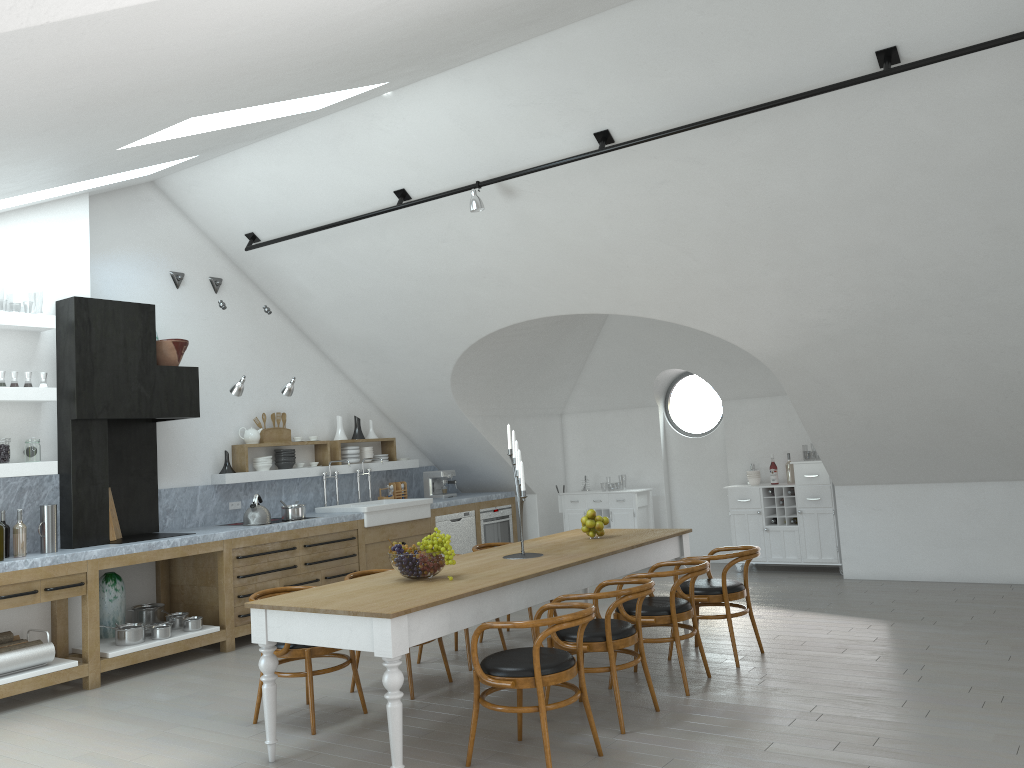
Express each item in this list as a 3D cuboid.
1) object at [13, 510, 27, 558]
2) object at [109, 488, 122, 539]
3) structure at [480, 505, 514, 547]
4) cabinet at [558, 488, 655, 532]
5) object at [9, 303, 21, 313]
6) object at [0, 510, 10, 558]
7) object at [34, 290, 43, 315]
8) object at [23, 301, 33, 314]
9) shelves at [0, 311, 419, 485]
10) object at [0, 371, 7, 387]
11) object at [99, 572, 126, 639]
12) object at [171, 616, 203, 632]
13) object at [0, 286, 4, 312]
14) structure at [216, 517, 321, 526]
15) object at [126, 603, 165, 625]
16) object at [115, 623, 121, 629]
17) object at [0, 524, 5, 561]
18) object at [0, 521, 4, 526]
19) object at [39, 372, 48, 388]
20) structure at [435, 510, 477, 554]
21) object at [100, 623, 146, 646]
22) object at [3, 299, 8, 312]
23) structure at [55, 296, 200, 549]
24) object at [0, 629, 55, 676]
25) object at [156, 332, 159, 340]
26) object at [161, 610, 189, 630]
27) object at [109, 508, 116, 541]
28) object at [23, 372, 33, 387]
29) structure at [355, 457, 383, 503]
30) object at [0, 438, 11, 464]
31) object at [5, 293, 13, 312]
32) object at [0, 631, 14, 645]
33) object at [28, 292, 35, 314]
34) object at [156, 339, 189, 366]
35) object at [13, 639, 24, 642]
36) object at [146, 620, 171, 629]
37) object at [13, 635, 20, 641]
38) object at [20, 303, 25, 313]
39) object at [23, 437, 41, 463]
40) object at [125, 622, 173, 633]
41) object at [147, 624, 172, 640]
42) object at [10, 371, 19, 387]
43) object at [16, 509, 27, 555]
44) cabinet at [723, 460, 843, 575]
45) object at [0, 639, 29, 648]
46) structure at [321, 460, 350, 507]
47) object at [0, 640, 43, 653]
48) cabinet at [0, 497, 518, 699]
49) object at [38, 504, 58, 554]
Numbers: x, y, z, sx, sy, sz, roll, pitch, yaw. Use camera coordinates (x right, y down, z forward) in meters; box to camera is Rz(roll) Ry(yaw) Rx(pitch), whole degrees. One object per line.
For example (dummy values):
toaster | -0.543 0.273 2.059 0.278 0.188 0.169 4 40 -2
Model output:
object | -3.433 1.045 6.183 0.085 0.332 0.085 -9 -8 43
object | -3.268 1.059 7.239 0.148 0.428 0.078 -2 -6 -20
structure | -0.407 1.779 10.502 0.629 0.638 0.632 -7 -6 34
cabinet | 1.119 1.673 10.556 1.132 0.791 0.496 -7 -6 34
object | -3.615 -0.544 6.449 0.077 0.085 0.077 -2 -5 -23
object | -3.559 1.052 6.201 0.085 0.332 0.085 -9 -8 43
object | -3.498 -0.596 6.551 0.063 0.187 0.063 -4 -6 3
object | -3.548 -0.552 6.497 0.071 0.099 0.071 -4 -5 -1
shelves | -2.692 0.244 8.220 0.479 1.365 5.543 -7 -5 29
object | -3.636 -0.032 6.315 0.063 0.124 0.067 -7 -6 28
object | -3.199 1.754 7.062 0.231 0.500 0.230 -2 -6 -14
object | -2.586 1.913 7.094 0.260 0.113 0.153 -7 -5 34
object | -3.656 -0.601 6.323 0.063 0.187 0.063 -4 -6 3
structure | -2.239 1.285 8.159 0.646 0.041 0.736 -6 -5 34
object | -3.136 1.933 7.400 0.455 0.198 0.267 -2 -5 -21
object | -2.883 1.852 6.643 0.051 0.153 0.190 -8 -6 34
object | -3.472 1.023 5.976 0.092 0.360 0.092 -3 -6 -11
object | -3.532 1.038 6.078 0.092 0.340 0.091 1 -7 -37
object | -3.470 -0.025 6.563 0.063 0.124 0.067 -7 -6 28
structure | -0.835 1.859 9.875 0.597 0.825 0.723 -7 -6 34
object | -2.951 1.891 6.725 0.378 0.164 0.222 -6 -5 24
object | -3.687 -0.553 6.400 0.082 0.105 0.081 -4 -5 3
structure | -3.210 0.317 7.225 0.779 1.890 1.074 -7 -6 34
object | -3.453 1.830 5.988 0.428 0.232 0.526 -6 -5 32
object | -3.186 -0.347 7.697 0.231 0.505 0.230 -2 -6 -14
object | -2.755 1.928 7.267 0.182 0.134 0.308 -1 -5 -31
object | -3.212 1.089 7.052 0.148 0.337 0.081 -6 -6 25
object | -3.533 -0.028 6.472 0.063 0.124 0.067 -7 -6 28
structure | -1.500 1.063 9.590 0.332 0.531 0.213 -5 -6 15
object | -3.614 0.474 6.276 0.120 0.183 0.120 1 -7 -40
object | -3.676 -0.580 6.484 0.048 0.170 0.048 -9 -8 42
object | -3.513 1.737 5.938 0.103 0.102 0.291 -7 -5 32
object | -3.558 -0.586 6.570 0.054 0.179 0.054 -5 -6 11
object | -2.918 -0.245 7.485 0.348 0.237 0.365 0 -6 -38
object | -3.520 1.812 5.992 0.114 0.080 0.434 -7 -5 32
object | -2.810 1.917 7.019 0.041 0.045 0.247 -7 -5 33
object | -3.576 1.795 6.051 0.071 0.073 0.422 -7 -5 32
object | -3.628 -0.541 6.540 0.094 0.094 0.093 -2 -5 -23
object | -3.492 0.481 6.454 0.103 0.178 0.207 0 -6 -33
object | -2.935 1.929 7.017 0.508 0.053 0.263 -5 -4 11
object | -2.741 1.905 6.834 0.260 0.113 0.153 -6 -5 24
object | -3.593 -0.029 6.400 0.063 0.124 0.067 -7 -6 28
object | -3.486 1.054 6.280 0.081 0.330 0.081 -1 -6 -28
cabinet | 2.965 1.412 9.520 1.240 1.157 0.609 -7 -6 34
object | -3.442 1.790 5.929 0.101 0.087 0.362 -7 -5 32
structure | -1.778 1.053 9.189 0.332 0.531 0.213 -5 -6 15
object | -3.362 1.798 5.907 0.092 0.094 0.436 -7 -5 32
cabinet | -2.138 1.847 8.278 1.002 1.025 6.422 -7 -5 34
object | -3.347 1.043 6.376 0.114 0.340 0.164 -8 -7 38
